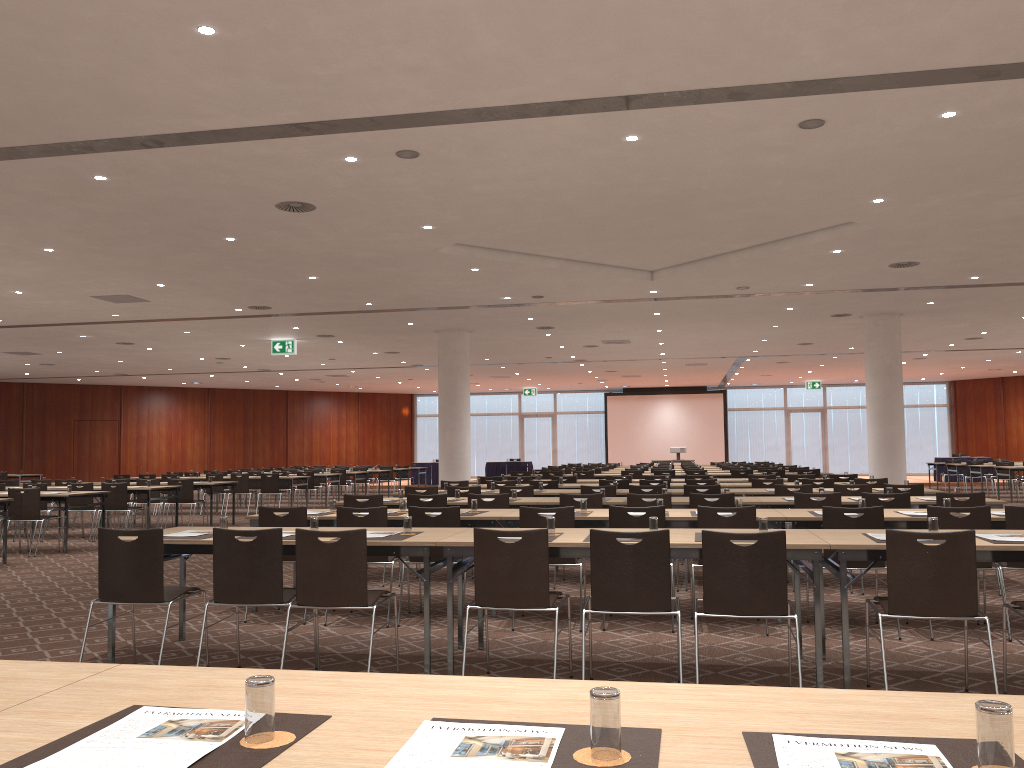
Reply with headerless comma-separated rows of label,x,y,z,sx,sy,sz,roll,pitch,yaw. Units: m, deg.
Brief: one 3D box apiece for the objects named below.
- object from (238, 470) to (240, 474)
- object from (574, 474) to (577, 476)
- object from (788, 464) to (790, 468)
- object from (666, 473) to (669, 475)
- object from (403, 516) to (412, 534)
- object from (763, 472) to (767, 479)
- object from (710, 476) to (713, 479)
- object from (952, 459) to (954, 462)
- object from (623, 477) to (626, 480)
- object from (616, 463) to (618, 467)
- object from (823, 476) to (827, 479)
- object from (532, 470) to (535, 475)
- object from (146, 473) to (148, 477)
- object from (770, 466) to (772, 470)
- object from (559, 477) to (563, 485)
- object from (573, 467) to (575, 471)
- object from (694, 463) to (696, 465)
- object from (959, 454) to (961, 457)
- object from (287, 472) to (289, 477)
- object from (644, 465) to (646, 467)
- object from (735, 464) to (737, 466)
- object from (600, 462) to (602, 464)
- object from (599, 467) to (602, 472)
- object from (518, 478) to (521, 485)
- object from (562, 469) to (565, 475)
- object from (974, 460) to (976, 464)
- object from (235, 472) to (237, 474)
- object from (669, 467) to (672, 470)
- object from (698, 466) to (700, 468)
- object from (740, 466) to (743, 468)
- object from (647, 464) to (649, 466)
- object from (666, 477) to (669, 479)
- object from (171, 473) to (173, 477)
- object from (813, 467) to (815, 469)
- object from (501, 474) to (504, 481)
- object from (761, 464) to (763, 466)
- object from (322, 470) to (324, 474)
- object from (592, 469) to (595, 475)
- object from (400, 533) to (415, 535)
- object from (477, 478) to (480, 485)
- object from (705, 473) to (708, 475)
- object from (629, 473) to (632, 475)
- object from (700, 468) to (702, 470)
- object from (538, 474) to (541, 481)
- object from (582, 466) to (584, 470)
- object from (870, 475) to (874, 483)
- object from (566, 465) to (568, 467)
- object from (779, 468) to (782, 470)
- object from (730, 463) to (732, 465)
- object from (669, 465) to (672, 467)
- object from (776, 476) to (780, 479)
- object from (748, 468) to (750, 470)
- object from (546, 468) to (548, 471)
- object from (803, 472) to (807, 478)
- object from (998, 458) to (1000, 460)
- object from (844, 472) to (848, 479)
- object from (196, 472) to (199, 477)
object,-6.995,2.270,22.724,0.054,0.114,0.054,-4,-5,44
object,1.125,1.642,15.658,0.054,0.114,0.054,-4,-5,44
object,6.934,2.059,22.191,0.054,0.114,0.054,1,-4,-23
object,2.701,1.601,15.361,0.054,0.114,0.054,-1,-4,-1
object,-0.687,0.931,5.844,0.054,0.114,0.054,1,-4,-23
object,4.301,1.559,15.069,0.054,0.114,0.054,-2,-4,22
object,2.986,1.441,13.278,0.054,0.114,0.054,-4,-5,44
object,13.473,2.346,27.092,0.054,0.114,0.054,-1,-4,-1
object,1.714,1.475,13.519,0.054,0.114,0.054,-4,-5,44
object,3.200,2.460,26.945,0.054,0.114,0.054,-4,-5,44
object,4.580,1.400,12.981,0.054,0.114,0.054,1,-4,-23
object,0.471,1.925,19.332,0.054,0.114,0.054,1,-4,-23
object,-8.640,2.160,20.993,0.054,0.114,0.054,-4,-5,44
object,5.947,1.934,20.351,0.054,0.114,0.054,-4,-5,44
object,0.758,1.499,13.682,0.054,0.114,0.054,-2,-4,22
object,1.480,2.049,21.162,0.054,0.114,0.054,1,-4,-23
object,5.069,2.260,24.567,0.054,0.114,0.054,-4,-5,44
object,15.244,2.426,30.173,0.054,0.114,0.054,-2,-4,22
object,-5.140,2.069,20.346,0.054,0.114,0.054,1,-4,-23
object,3.431,2.150,22.834,0.054,0.114,0.054,-4,-5,44
object,5.672,2.093,22.433,0.054,0.114,0.054,-4,-5,44
object,2.920,2.619,29.025,0.054,0.114,0.054,-4,-5,44
object,2.106,2.034,21.057,0.054,0.114,0.054,1,-4,-23
object,0.114,1.516,13.811,0.054,0.114,0.054,-2,-4,22
object,1.114,1.908,19.213,0.054,0.114,0.054,-4,-5,44
object,13.112,2.203,25.126,0.054,0.114,0.054,-1,-4,-1
object,-6.404,2.103,20.593,0.054,0.114,0.054,1,-4,-23
object,3.713,1.991,20.753,0.054,0.114,0.054,1,-4,-23
object,4.347,1.975,20.640,0.054,0.114,0.054,1,-4,-23
object,5.299,1.950,20.458,0.054,0.114,0.054,-4,-5,44
object,3.796,2.293,24.801,0.054,0.114,0.054,-4,-5,44
object,2.349,1.458,13.399,0.054,0.114,0.054,-4,-5,44
object,-8.003,2.144,20.874,0.054,0.114,0.054,-4,-5,44
object,6.222,1.774,18.261,0.054,0.114,0.054,1,-4,-23
object,-0.170,1.675,15.882,0.054,0.114,0.054,-1,-4,-1
object,6.297,2.077,22.319,0.054,0.114,0.054,-4,-5,44
object,-4.759,2.211,22.304,0.054,0.114,0.054,1,-4,-23
object,1.753,1.890,19.081,0.054,0.114,0.054,-4,-5,44
object,-0.683,0.987,5.825,0.102,0.001,0.102,1,-5,-23
object,-0.527,1.533,13.933,0.054,0.114,0.054,-4,-5,44
object,3.346,1.584,15.239,0.054,0.114,0.054,-1,-4,-1
object,2.074,1.617,15.480,0.054,0.114,0.054,-1,-4,-1
object,3.982,1.833,18.677,0.054,0.114,0.054,1,-4,-23
object,0.481,1.658,15.768,0.054,0.114,0.054,-2,-4,22
object,1.845,2.192,23.139,0.054,0.114,0.054,-4,-5,44
object,5.225,1.383,12.864,0.054,0.114,0.054,-4,-5,44
object,1.568,2.350,25.206,0.054,0.114,0.054,1,-4,-23
object,5.571,1.792,18.386,0.054,0.114,0.054,-4,-5,44
object,6.034,2.235,24.391,0.054,0.114,0.054,-4,-5,44
object,4.062,2.134,22.715,0.054,0.114,0.054,-4,-5,44
object,3.939,1.417,13.105,0.054,0.114,0.054,1,-4,-23
object,4.945,1.808,18.505,0.054,0.114,0.054,-4,-5,44
object,0.839,2.067,21.292,0.054,0.114,0.054,1,-4,-23
object,4.948,1.543,14.959,0.054,0.114,0.054,-4,-5,44
object,14.757,2.312,26.851,0.054,0.114,0.054,-1,-4,-1
object,5.591,1.526,14.837,0.054,0.114,0.054,-1,-4,-1
object,-7.361,2.128,20.768,0.054,0.114,0.054,-4,-5,44
